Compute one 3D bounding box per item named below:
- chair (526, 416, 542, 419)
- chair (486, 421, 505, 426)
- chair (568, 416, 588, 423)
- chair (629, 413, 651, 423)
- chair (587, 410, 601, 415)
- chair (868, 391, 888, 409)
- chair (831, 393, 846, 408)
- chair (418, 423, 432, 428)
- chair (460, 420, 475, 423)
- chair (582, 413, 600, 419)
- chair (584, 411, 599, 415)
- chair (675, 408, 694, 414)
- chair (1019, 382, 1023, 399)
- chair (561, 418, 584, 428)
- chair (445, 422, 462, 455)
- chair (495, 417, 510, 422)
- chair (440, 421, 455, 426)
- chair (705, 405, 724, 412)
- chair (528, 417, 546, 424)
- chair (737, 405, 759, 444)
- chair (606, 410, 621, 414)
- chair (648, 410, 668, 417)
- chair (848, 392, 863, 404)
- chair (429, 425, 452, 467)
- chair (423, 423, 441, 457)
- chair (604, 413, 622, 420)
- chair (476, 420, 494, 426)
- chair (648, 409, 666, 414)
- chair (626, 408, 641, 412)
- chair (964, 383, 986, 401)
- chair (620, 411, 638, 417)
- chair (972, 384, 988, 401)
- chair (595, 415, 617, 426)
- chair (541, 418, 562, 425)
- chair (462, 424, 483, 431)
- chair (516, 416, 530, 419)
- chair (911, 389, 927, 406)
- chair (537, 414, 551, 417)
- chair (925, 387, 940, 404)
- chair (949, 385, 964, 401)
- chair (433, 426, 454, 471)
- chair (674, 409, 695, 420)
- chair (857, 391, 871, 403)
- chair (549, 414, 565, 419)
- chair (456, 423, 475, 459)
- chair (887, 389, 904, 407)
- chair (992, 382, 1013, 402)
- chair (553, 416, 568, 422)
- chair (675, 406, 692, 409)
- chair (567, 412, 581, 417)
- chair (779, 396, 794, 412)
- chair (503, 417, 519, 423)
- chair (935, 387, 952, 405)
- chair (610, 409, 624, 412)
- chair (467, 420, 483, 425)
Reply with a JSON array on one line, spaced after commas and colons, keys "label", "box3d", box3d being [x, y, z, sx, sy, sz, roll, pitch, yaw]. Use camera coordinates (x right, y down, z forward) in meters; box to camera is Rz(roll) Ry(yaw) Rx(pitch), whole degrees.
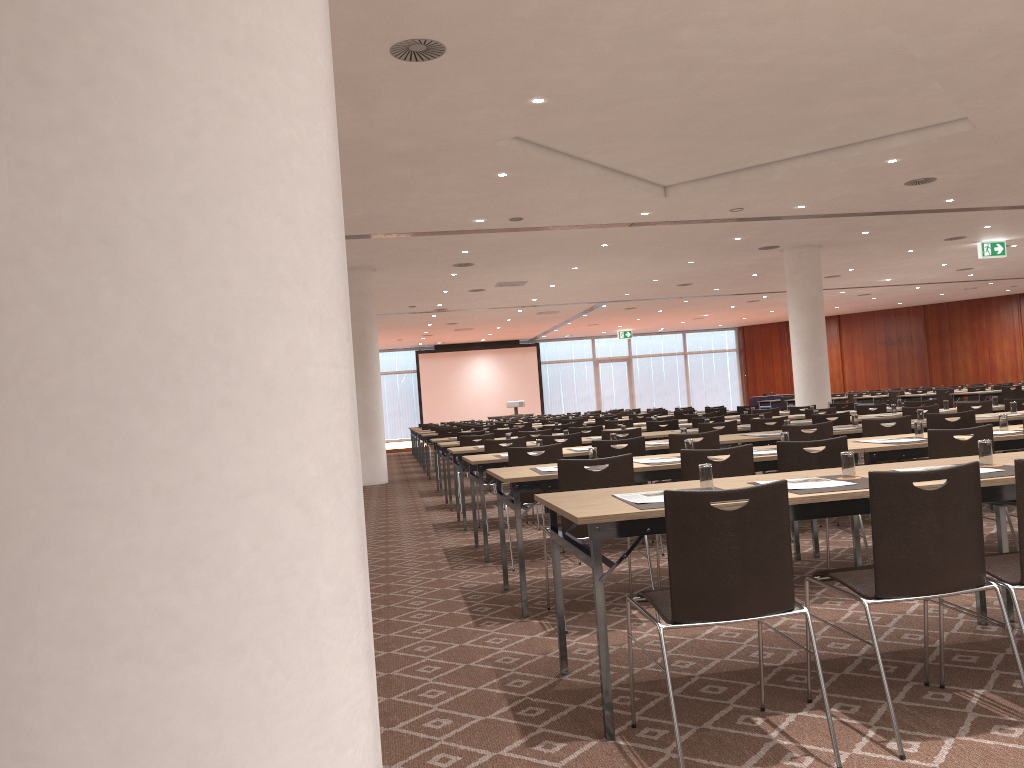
[{"label": "chair", "box3d": [0.626, 1.368, 24.860, 0.535, 0.939, 0.614, -4, -1, -5]}, {"label": "chair", "box3d": [-0.386, 1.336, 20.639, 0.535, 0.939, 0.614, -4, -1, -11]}, {"label": "chair", "box3d": [1.403, 1.161, 18.912, 0.535, 0.939, 0.614, -4, -1, -9]}, {"label": "chair", "box3d": [2.441, 1.036, 17.007, 0.535, 0.939, 0.614, -4, -1, -7]}, {"label": "chair", "box3d": [2.514, 1.289, 27.195, 0.535, 0.939, 0.614, -4, -1, -9]}, {"label": "chair", "box3d": [9.898, 0.669, 24.094, 0.535, 0.939, 0.614, -4, -1, -7]}, {"label": "chair", "box3d": [9.584, 0.745, 26.210, 0.535, 0.939, 0.614, -4, -1, -7]}, {"label": "chair", "box3d": [-2.536, 1.640, 26.425, 0.535, 0.939, 0.614, -4, -1, -6]}, {"label": "chair", "box3d": [-1.323, 1.555, 26.564, 0.535, 0.939, 0.614, -4, -1, -10]}, {"label": "chair", "box3d": [1.856, 1.180, 20.962, 0.535, 0.939, 0.614, -4, -1, -9]}, {"label": "chair", "box3d": [2.260, 1.256, 25.138, 0.535, 0.939, 0.614, -4, -1, -6]}, {"label": "chair", "box3d": [3.725, 0.999, 19.247, 0.535, 0.939, 0.614, -4, -1, -9]}, {"label": "chair", "box3d": [13.080, 0.400, 22.674, 0.535, 0.939, 0.614, -4, -1, -10]}, {"label": "chair", "box3d": [1.148, 1.128, 16.855, 0.535, 0.939, 0.614, -4, -1, -7]}, {"label": "chair", "box3d": [-1.578, 1.521, 24.508, 0.535, 0.939, 0.614, -4, -1, -9]}, {"label": "chair", "box3d": [-0.278, 1.483, 26.750, 0.535, 0.939, 0.614, -4, -1, -7]}, {"label": "chair", "box3d": [-1.906, 1.597, 26.558, 0.535, 0.939, 0.614, -4, -1, -7]}, {"label": "chair", "box3d": [4.389, 0.952, 19.307, 0.535, 0.939, 0.614, -4, -1, -6]}, {"label": "chair", "box3d": [0.594, 1.268, 20.816, 0.535, 0.939, 0.614, -4, -1, -7]}, {"label": "chair", "box3d": [4.598, 0.888, 17.395, 0.535, 0.939, 0.614, -4, -1, -6]}, {"label": "chair", "box3d": [2.862, 1.212, 25.147, 0.535, 0.939, 0.614, -4, -1, -8]}, {"label": "chair", "box3d": [3.130, 1.040, 19.126, 0.535, 0.939, 0.614, -4, -1, -10]}, {"label": "chair", "box3d": [9.293, 0.715, 24.148, 0.535, 0.939, 0.614, -4, -1, -9]}, {"label": "chair", "box3d": [-1.661, 1.427, 20.533, 0.535, 0.939, 0.614, -4, -1, -11]}, {"label": "chair", "box3d": [-2.227, 1.568, 24.492, 0.535, 0.939, 0.614, -4, -1, -11]}, {"label": "chair", "box3d": [2.134, 1.111, 19.060, 0.535, 0.939, 0.614, -4, -1, -10]}, {"label": "chair", "box3d": [-0.671, 1.408, 22.653, 0.535, 0.939, 0.614, -4, -1, -6]}, {"label": "chair", "box3d": [3.446, 1.069, 21.191, 0.535, 0.939, 0.614, -4, -1, -6]}, {"label": "chair", "box3d": [3.440, 1.172, 25.266, 0.535, 0.939, 0.614, -4, -1, -8]}, {"label": "chair", "box3d": [12.824, 0.465, 24.515, 0.535, 0.939, 0.614, -4, -1, -7]}, {"label": "chair", "box3d": [2.778, 1.117, 21.173, 0.535, 0.939, 0.614, -4, -1, -7]}, {"label": "chair", "box3d": [11.771, 0.489, 22.426, 0.535, 0.939, 0.614, -4, -1, -6]}, {"label": "chair", "box3d": [1.794, 1.084, 16.991, 0.535, 0.939, 0.614, -4, -1, -9]}, {"label": "chair", "box3d": [0.839, 1.199, 18.796, 0.535, 0.939, 0.614, -4, -1, -8]}, {"label": "chair", "box3d": [-0.800, 1.314, 18.560, 0.535, 0.939, 0.614, -4, -1, -6]}, {"label": "chair", "box3d": [0.334, 1.439, 26.803, 0.535, 0.939, 0.614, -4, -1, -9]}, {"label": "chair", "box3d": [10.113, 0.605, 22.187, 0.535, 0.939, 0.614, -4, -1, -11]}, {"label": "chair", "box3d": [0.989, 1.395, 26.975, 0.535, 0.939, 0.614, -4, -1, -6]}, {"label": "chair", "box3d": [11.541, 0.558, 24.472, 0.535, 0.939, 0.614, -4, -1, -7]}, {"label": "chair", "box3d": [12.198, 0.511, 24.507, 0.535, 0.939, 0.614, -4, -1, -10]}, {"label": "chair", "box3d": [-1.364, 1.354, 18.514, 0.535, 0.939, 0.614, -4, -1, -8]}, {"label": "chair", "box3d": [3.316, 0.976, 17.168, 0.535, 0.939, 0.614, -4, -1, -10]}, {"label": "chair", "box3d": [10.320, 0.691, 26.175, 0.535, 0.939, 0.614, -4, -1, -10]}, {"label": "chair", "box3d": [1.272, 1.322, 24.918, 0.535, 0.939, 0.614, -4, -1, -6]}, {"label": "chair", "box3d": [-1.044, 1.383, 20.580, 0.535, 0.939, 0.614, -4, -1, -5]}, {"label": "chair", "box3d": [10.475, 0.631, 24.259, 0.535, 0.939, 0.614, -4, -1, -11]}, {"label": "chair", "box3d": [12.398, 0.443, 22.434, 0.535, 0.939, 0.614, -4, -1, -6]}, {"label": "chair", "box3d": [1.109, 1.234, 20.932, 0.535, 0.939, 0.614, -4, -1, -8]}, {"label": "chair", "box3d": [4.100, 1.024, 21.321, 0.535, 0.939, 0.614, -4, -1, -9]}, {"label": "chair", "box3d": [1.879, 1.331, 27.026, 0.535, 0.939, 0.614, -4, -1, -10]}, {"label": "chair", "box3d": [8.635, 0.859, 27.952, 0.535, 0.939, 0.614, -4, -1, -6]}, {"label": "chair", "box3d": [-0.019, 1.414, 24.810, 0.535, 0.939, 0.614, -4, -1, -6]}, {"label": "chair", "box3d": [10.759, 0.558, 22.198, 0.535, 0.939, 0.614, -4, -1, -10]}, {"label": "chair", "box3d": [3.216, 1.238, 27.218, 0.535, 0.939, 0.614, -4, -1, -6]}, {"label": "chair", "box3d": [-1.010, 1.482, 24.625, 0.535, 0.939, 0.614, -4, -1, -6]}]
